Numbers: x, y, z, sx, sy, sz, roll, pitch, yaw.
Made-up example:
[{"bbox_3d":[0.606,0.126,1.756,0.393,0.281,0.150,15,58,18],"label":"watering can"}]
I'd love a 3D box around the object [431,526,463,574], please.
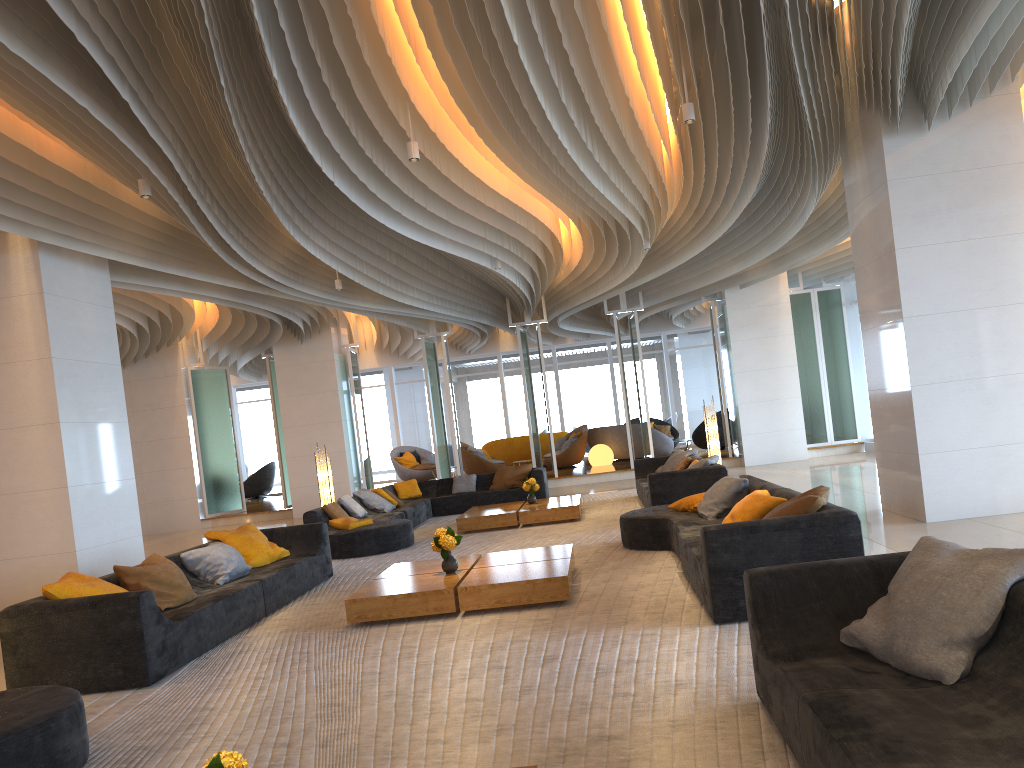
[{"bbox_3d":[-0.513,1.300,6.970,0.233,0.377,0.268,-7,-1,26],"label":"object"}]

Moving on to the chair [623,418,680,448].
[{"bbox_3d":[3.614,1.346,23.106,1.527,1.005,1.130,-6,-1,-13],"label":"chair"}]

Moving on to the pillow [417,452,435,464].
[{"bbox_3d":[-2.249,1.975,23.519,0.510,0.409,0.458,-6,-2,-29],"label":"pillow"}]

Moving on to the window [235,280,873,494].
[{"bbox_3d":[3.879,-0.555,9.149,22.421,3.220,53.832,-5,-3,-30],"label":"window"}]

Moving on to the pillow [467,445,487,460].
[{"bbox_3d":[-0.829,1.631,20.653,0.475,0.454,0.617,-7,-2,-14],"label":"pillow"}]

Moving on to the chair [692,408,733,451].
[{"bbox_3d":[5.064,1.091,21.514,1.533,1.005,1.125,-6,-2,-23],"label":"chair"}]

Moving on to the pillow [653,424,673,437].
[{"bbox_3d":[3.937,1.220,23.237,0.503,0.409,0.464,-7,-1,1],"label":"pillow"}]

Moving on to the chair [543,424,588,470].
[{"bbox_3d":[1.302,1.538,21.443,1.140,1.005,1.513,-7,-2,-8],"label":"chair"}]

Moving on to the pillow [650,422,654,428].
[{"bbox_3d":[3.530,1.228,23.343,0.612,0.422,0.368,-6,-1,-23],"label":"pillow"}]

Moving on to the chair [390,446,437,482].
[{"bbox_3d":[-2.467,2.081,23.239,1.539,1.005,1.121,-5,-2,-43],"label":"chair"}]

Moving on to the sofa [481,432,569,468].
[{"bbox_3d":[0.443,1.767,22.881,2.569,0.901,1.107,-7,-2,-7],"label":"sofa"}]

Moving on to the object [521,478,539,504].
[{"bbox_3d":[0.268,1.480,12.350,0.233,0.377,0.269,-7,-1,36],"label":"object"}]

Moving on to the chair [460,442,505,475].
[{"bbox_3d":[-0.750,1.760,20.979,1.130,1.005,1.527,-7,-2,12],"label":"chair"}]

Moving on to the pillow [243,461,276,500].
[{"bbox_3d":[-7.250,2.752,25.174,1.132,1.005,1.524,-7,-2,7],"label":"pillow"}]

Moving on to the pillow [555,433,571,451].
[{"bbox_3d":[1.239,1.440,21.764,0.478,0.454,0.613,-6,-2,-34],"label":"pillow"}]

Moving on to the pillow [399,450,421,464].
[{"bbox_3d":[-2.662,1.973,23.407,0.367,0.422,0.614,-8,-2,38],"label":"pillow"}]

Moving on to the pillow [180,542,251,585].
[{"bbox_3d":[-2.512,1.552,7.572,0.419,0.377,0.588,-7,-2,6],"label":"pillow"}]

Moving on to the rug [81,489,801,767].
[{"bbox_3d":[-0.272,1.706,7.388,5.501,0.022,16.263,-7,-3,5],"label":"rug"}]

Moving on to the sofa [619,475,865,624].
[{"bbox_3d":[1.617,1.172,7.185,1.349,0.582,4.152,-7,-3,3],"label":"sofa"}]

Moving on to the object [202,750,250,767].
[{"bbox_3d":[-0.699,1.077,2.160,0.265,0.377,0.237,-7,0,6],"label":"object"}]

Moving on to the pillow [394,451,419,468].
[{"bbox_3d":[-2.717,1.977,23.003,0.468,0.454,0.627,-7,-2,21],"label":"pillow"}]

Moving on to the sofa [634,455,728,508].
[{"bbox_3d":[2.231,1.347,12.087,0.940,0.582,3.787,-7,-3,5],"label":"sofa"}]

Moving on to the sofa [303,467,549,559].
[{"bbox_3d":[-1.008,1.739,12.850,2.819,0.653,5.102,-7,-3,5],"label":"sofa"}]

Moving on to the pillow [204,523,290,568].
[{"bbox_3d":[-2.510,1.538,8.474,0.541,0.377,0.646,-8,-2,26],"label":"pillow"}]

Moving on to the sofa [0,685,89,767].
[{"bbox_3d":[-2.645,1.486,3.281,1.352,0.576,2.259,-7,-3,5],"label":"sofa"}]

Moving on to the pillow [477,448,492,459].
[{"bbox_3d":[-0.730,1.682,21.335,0.458,0.409,0.509,-7,-2,27],"label":"pillow"}]

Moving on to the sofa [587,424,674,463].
[{"bbox_3d":[2.768,1.405,21.241,1.125,0.901,2.529,-6,-3,-36],"label":"sofa"}]

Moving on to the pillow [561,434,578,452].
[{"bbox_3d":[1.382,1.417,21.099,0.462,0.409,0.506,-7,-2,7],"label":"pillow"}]

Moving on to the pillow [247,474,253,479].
[{"bbox_3d":[-7.262,2.642,24.815,0.459,0.409,0.509,-7,-2,22],"label":"pillow"}]

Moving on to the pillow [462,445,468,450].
[{"bbox_3d":[-1.013,1.653,21.009,0.371,0.422,0.607,-7,-2,3],"label":"pillow"}]

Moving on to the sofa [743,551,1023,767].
[{"bbox_3d":[1.261,0.938,1.751,1.331,0.582,4.207,-7,-3,11],"label":"sofa"}]

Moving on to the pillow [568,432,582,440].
[{"bbox_3d":[1.530,1.373,21.496,0.375,0.422,0.601,-7,-2,-17],"label":"pillow"}]

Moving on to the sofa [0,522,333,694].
[{"bbox_3d":[-2.470,1.661,7.178,0.940,0.582,3.787,-7,-3,5],"label":"sofa"}]
